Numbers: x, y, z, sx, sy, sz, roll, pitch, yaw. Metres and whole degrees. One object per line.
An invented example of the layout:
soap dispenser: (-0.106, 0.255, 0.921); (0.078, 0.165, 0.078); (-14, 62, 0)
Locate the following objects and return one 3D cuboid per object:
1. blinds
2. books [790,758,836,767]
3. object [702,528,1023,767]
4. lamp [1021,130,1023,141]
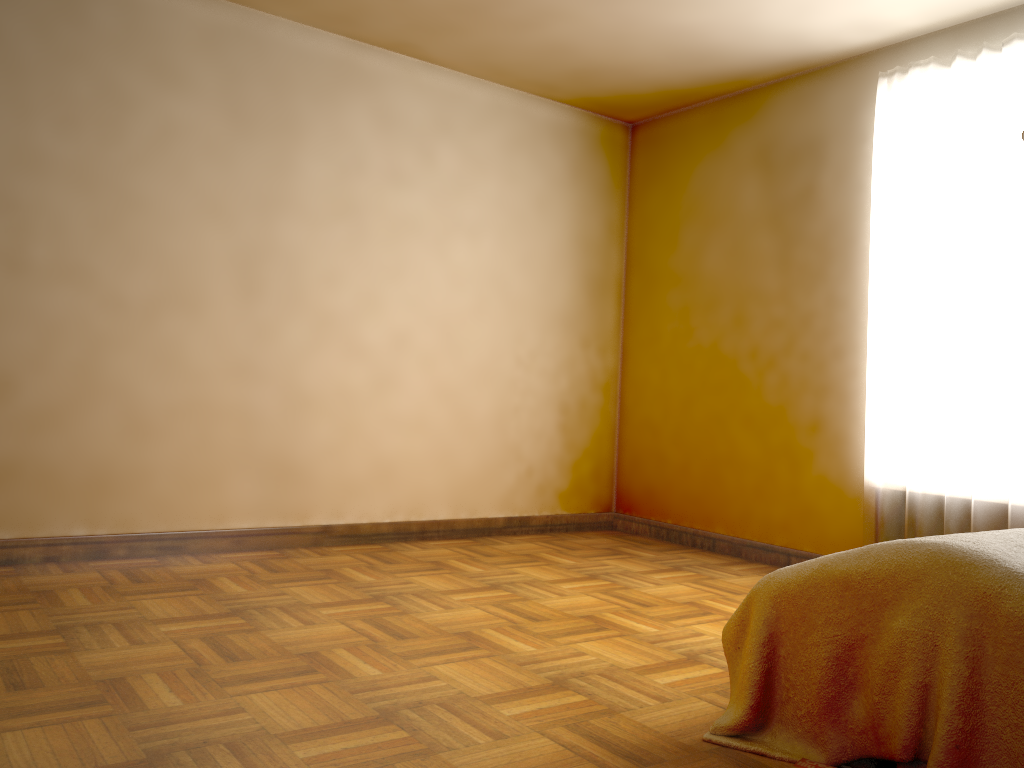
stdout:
blinds: (2.234, -0.265, 3.092); (0.092, 2.309, 2.192); (7, -5, -36)
books: (0.569, 0.745, 1.637); (0.123, 0.018, 0.172); (3, -1, 38)
object: (1.030, 0.591, 2.006); (0.913, 0.524, 0.907); (5, -2, -36)
lamp: (1.597, -0.079, 1.460); (0.449, 1.983, 1.411); (7, -5, -32)
